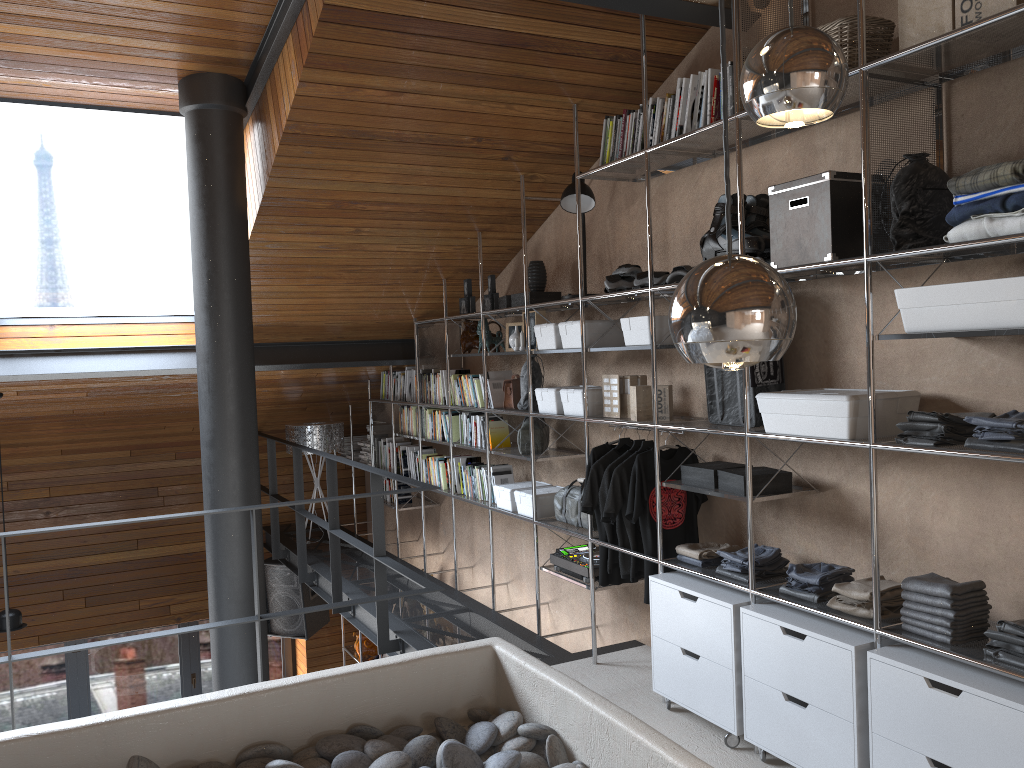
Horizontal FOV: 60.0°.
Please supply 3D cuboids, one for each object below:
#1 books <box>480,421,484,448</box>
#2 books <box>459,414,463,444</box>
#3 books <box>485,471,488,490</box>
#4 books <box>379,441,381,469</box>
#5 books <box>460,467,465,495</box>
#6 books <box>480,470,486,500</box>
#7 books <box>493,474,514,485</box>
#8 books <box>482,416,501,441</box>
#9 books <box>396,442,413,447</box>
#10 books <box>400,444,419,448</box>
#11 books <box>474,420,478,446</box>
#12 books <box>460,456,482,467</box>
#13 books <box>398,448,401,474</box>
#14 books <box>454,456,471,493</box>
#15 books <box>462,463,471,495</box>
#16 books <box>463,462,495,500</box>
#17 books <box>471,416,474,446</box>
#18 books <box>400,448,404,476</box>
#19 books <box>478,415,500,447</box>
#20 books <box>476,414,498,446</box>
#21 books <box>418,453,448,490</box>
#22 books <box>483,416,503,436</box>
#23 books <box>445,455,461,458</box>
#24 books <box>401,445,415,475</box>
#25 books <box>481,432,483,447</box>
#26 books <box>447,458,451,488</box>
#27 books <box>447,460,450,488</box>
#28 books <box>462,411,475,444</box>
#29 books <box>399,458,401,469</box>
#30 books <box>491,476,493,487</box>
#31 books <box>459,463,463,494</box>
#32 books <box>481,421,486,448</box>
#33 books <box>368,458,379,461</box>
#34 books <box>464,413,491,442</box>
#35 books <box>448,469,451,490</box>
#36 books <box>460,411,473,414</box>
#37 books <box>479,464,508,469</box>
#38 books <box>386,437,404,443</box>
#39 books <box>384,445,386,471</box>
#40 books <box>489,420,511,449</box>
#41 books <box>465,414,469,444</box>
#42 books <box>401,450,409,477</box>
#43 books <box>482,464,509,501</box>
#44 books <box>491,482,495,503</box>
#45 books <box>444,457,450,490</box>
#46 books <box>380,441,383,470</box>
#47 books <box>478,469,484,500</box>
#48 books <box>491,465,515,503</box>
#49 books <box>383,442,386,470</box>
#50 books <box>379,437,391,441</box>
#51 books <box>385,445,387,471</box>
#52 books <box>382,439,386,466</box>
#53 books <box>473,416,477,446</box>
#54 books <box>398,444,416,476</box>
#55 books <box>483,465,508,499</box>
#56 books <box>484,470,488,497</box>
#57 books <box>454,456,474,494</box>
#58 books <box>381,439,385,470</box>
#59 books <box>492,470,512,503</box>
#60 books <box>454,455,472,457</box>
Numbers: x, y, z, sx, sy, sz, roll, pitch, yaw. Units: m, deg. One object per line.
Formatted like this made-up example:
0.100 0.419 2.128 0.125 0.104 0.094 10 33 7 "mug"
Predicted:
-0.128 0.307 5.498 0.130 0.167 0.046 -3 2 -27 "books"
-0.275 0.290 5.812 0.148 0.190 0.013 -3 2 -27 "books"
-0.081 0.626 5.488 0.161 0.187 0.060 -3 2 -27 "books"
-1.026 0.582 7.332 0.148 0.234 0.013 -3 2 -27 "books"
-0.267 0.626 5.804 0.131 0.180 0.042 -3 2 -27 "books"
-0.106 0.625 5.550 0.169 0.188 0.058 -3 2 -27 "books"
-0.043 0.638 5.402 0.130 0.166 0.046 -3 2 -27 "books"
-0.126 0.294 5.529 0.129 0.188 0.010 -3 2 -27 "books"
-0.837 0.581 6.937 0.131 0.247 0.018 -3 2 -27 "books"
-0.781 0.590 6.855 0.148 0.233 0.053 -3 2 -27 "books"
-0.170 0.307 5.604 0.143 0.161 0.019 -3 2 -27 "books"
-0.261 0.599 5.826 0.148 0.233 0.053 -3 2 -27 "books"
-0.812 0.597 6.890 0.133 0.219 0.058 -3 2 -27 "books"
-0.327 0.599 5.887 0.148 0.233 0.053 -3 2 -27 "books"
-0.254 0.615 5.797 0.137 0.201 0.047 -3 2 -27 "books"
-0.198 0.618 5.683 0.136 0.210 0.273 -3 2 -26 "books"
-0.186 0.292 5.627 0.148 0.190 0.013 -3 2 -27 "books"
-0.779 0.597 6.821 0.141 0.221 0.055 -3 2 -27 "books"
-0.141 0.293 5.561 0.148 0.190 0.013 -3 2 -27 "books"
-0.152 0.290 5.591 0.146 0.195 0.023 -3 2 -27 "books"
-0.512 0.610 6.256 0.139 0.211 0.467 -3 2 -27 "books"
-0.105 0.297 5.447 0.129 0.186 0.050 -3 2 -27 "books"
-0.393 0.602 6.062 0.118 0.220 0.054 -3 2 -27 "books"
-0.773 0.591 6.808 0.148 0.233 0.053 -3 2 -27 "books"
-0.134 0.317 5.537 0.128 0.143 0.009 -3 2 -27 "books"
-0.364 0.609 6.001 0.133 0.218 0.051 -3 2 -27 "books"
-0.376 0.613 6.028 0.123 0.203 0.054 -3 2 -27 "books"
-0.230 0.280 5.788 0.191 0.207 0.012 -3 2 -27 "books"
-0.803 0.600 6.875 0.136 0.212 0.051 -3 2 -27 "books"
-0.058 0.633 5.441 0.148 0.175 0.046 -3 2 -27 "books"
-0.272 0.613 5.832 0.149 0.205 0.049 -3 2 -27 "books"
-0.114 0.307 5.489 0.148 0.167 0.053 -3 2 -27 "books"
-1.068 0.623 7.461 0.252 0.016 0.182 -3 2 -23 "books"
-0.220 0.282 5.780 0.192 0.204 0.012 -3 2 -27 "books"
-0.366 0.619 6.013 0.126 0.197 0.047 -3 2 -27 "books"
-0.247 0.279 5.839 0.207 0.207 0.010 -3 2 -27 "books"
-0.105 0.614 5.594 0.207 0.206 0.053 -3 2 -27 "books"
-0.945 0.566 7.192 0.143 0.268 0.020 -3 2 -27 "books"
-0.978 0.598 7.223 0.130 0.208 0.010 -3 2 -27 "books"
-0.080 0.309 5.424 0.129 0.165 0.056 -3 2 -27 "books"
-0.235 0.290 5.759 0.148 0.190 0.013 -3 2 -27 "books"
-0.766 0.605 6.792 0.148 0.206 0.053 -3 2 -27 "books"
-0.088 0.615 5.543 0.191 0.205 0.055 -3 2 -27 "books"
-0.068 0.635 5.451 0.146 0.171 0.054 -3 2 -27 "books"
-0.377 0.605 6.048 0.155 0.215 0.055 -3 2 -27 "books"
-0.999 0.582 7.315 0.169 0.232 0.018 -3 2 -27 "books"
-0.133 0.624 5.567 0.148 0.189 0.053 -3 2 -27 "books"
-0.052 0.612 5.428 0.143 0.217 0.066 -3 2 -27 "books"
-0.973 0.584 7.253 0.161 0.231 0.021 -3 2 -27 "books"
-0.998 0.569 7.359 0.207 0.255 0.010 -3 2 -27 "books"
-0.961 0.595 7.217 0.146 0.210 0.018 -3 2 -27 "books"
-0.971 0.572 7.300 0.192 0.251 0.012 -3 2 -27 "books"
-0.176 0.292 5.618 0.148 0.190 0.013 -3 2 -27 "books"
-0.800 0.589 6.862 0.143 0.235 0.055 -3 2 -27 "books"
-0.079 0.617 5.535 0.192 0.202 0.055 -3 2 -27 "books"
-0.094 0.625 5.514 0.148 0.189 0.053 -3 2 -27 "books"
-0.304 0.600 5.844 0.148 0.233 0.053 -3 2 -27 "books"
-0.981 0.570 7.308 0.191 0.255 0.012 -3 2 -27 "books"
-0.051 0.627 5.410 0.129 0.186 0.050 -3 2 -27 "books"
-0.325 0.597 5.922 0.143 0.236 0.062 -3 2 -27 "books"
